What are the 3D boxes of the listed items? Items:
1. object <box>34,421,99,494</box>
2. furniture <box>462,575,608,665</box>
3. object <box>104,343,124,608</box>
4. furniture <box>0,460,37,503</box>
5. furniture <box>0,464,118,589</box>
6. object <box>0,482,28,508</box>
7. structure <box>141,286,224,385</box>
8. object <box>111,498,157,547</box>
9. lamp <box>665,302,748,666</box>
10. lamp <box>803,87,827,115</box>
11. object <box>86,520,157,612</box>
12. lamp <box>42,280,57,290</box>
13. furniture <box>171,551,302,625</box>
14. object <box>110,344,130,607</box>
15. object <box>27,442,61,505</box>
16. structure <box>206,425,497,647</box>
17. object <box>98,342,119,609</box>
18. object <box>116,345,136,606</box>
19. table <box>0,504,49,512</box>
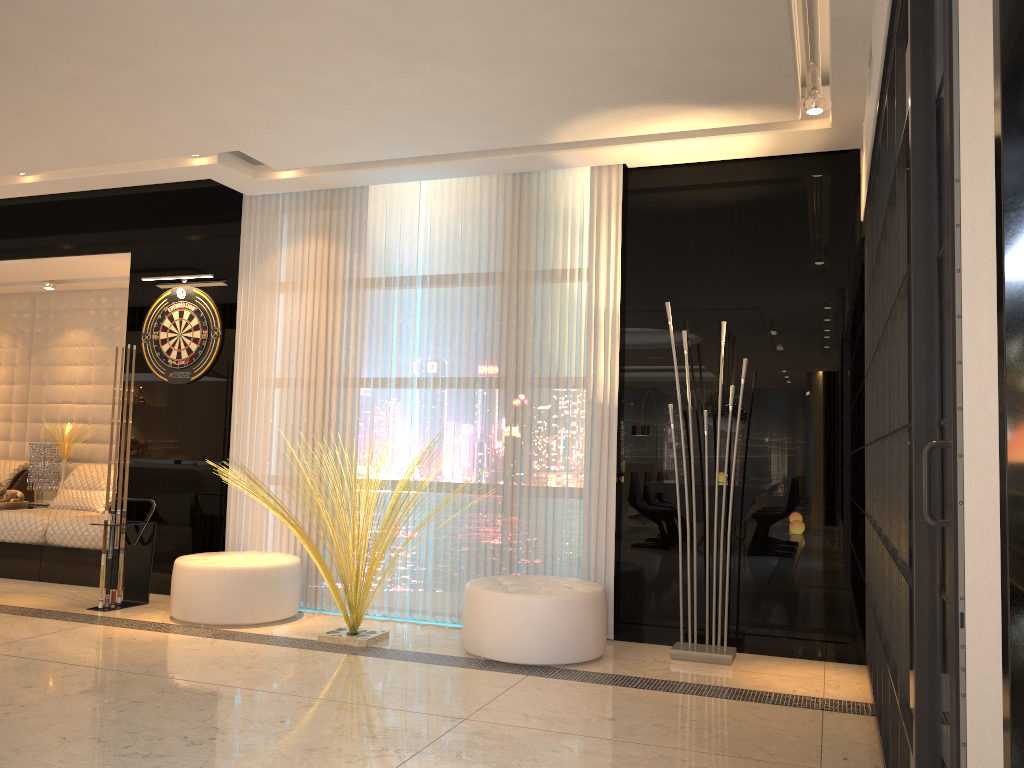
[{"bbox_3d":[-3.714,0.662,7.371,0.390,0.718,0.388,1,-4,11],"label":"object"},{"bbox_3d":[0.117,1.177,4.498,0.735,0.357,0.735,2,-4,-8],"label":"furniture"},{"bbox_3d":[-2.413,0.548,5.390,0.027,1.605,0.026,4,-5,-32],"label":"object"},{"bbox_3d":[-4.932,1.037,7.449,1.312,0.810,1.107,0,-5,20],"label":"furniture"},{"bbox_3d":[-3.138,1.038,6.801,1.312,0.810,1.107,0,-5,20],"label":"furniture"},{"bbox_3d":[-4.058,0.876,7.078,0.155,0.217,0.344,0,-5,20],"label":"object"},{"bbox_3d":[-2.229,-0.330,5.981,0.669,0.669,0.048,0,-5,20],"label":"structure"},{"bbox_3d":[-2.364,0.864,5.527,0.330,0.297,0.032,0,-5,20],"label":"object"},{"bbox_3d":[0.985,0.479,4.505,0.418,1.801,0.200,0,-5,20],"label":"lamp"},{"bbox_3d":[1.451,-1.358,4.248,0.107,0.127,0.107,2,-4,1],"label":"lamp"},{"bbox_3d":[-2.402,1.103,5.420,0.261,0.508,0.325,0,-5,20],"label":"object"},{"bbox_3d":[-3.906,-0.862,7.493,0.107,0.127,0.107,2,-4,1],"label":"lamp"},{"bbox_3d":[-1.615,1.184,5.221,0.735,0.357,0.735,0,-5,22],"label":"furniture"},{"bbox_3d":[-2.396,0.554,5.435,0.027,1.605,0.026,4,-5,-32],"label":"object"},{"bbox_3d":[-3.969,0.758,7.510,0.247,0.522,0.124,0,-5,20],"label":"object"},{"bbox_3d":[-0.870,0.761,4.552,1.275,1.142,1.282,4,-5,-24],"label":"structure"},{"bbox_3d":[-2.429,0.544,5.345,0.027,1.605,0.026,4,-5,-32],"label":"object"},{"bbox_3d":[-2.380,0.558,5.480,0.027,1.605,0.026,4,-5,-32],"label":"object"},{"bbox_3d":[-4.042,1.216,7.108,0.608,0.457,1.143,0,-5,20],"label":"table"}]
